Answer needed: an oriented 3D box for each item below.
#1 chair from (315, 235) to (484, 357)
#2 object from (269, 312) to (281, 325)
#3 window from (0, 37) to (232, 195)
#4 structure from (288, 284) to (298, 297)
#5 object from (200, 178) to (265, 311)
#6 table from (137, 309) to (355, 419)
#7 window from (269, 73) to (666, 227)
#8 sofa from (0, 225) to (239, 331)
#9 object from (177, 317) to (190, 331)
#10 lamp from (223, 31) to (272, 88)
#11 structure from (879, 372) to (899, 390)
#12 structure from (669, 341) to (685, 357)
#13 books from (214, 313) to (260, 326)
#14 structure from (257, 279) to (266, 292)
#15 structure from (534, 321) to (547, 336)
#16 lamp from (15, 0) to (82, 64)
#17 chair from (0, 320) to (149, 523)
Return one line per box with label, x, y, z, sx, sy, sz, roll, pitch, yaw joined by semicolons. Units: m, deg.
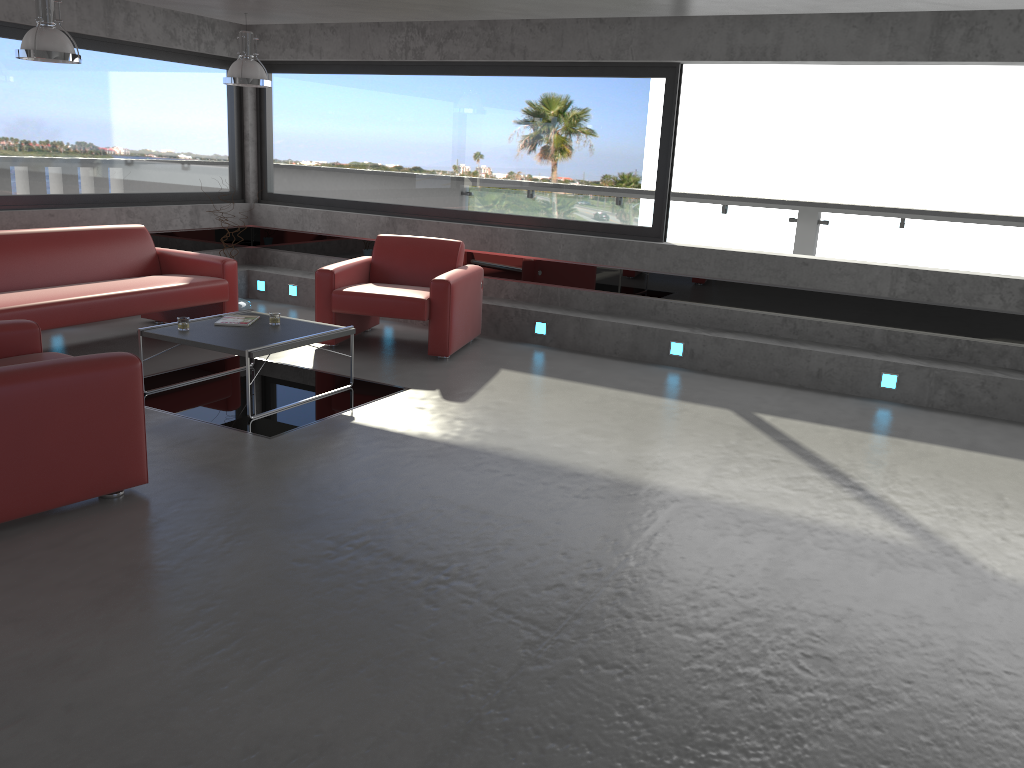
chair;-0.947;-0.798;7.591;1.196;0.854;1.130;6;15;12
object;-1.639;-0.451;6.129;0.079;0.077;0.079;13;18;34
window;-4.830;-1.957;6.210;0.003;1.364;7.800;11;16;26
structure;-2.279;-0.971;9.219;0.123;0.123;0.004;11;16;26
object;-2.741;-1.350;8.612;0.531;1.289;0.466;15;19;38
table;-1.765;-0.169;5.989;0.994;0.436;1.018;11;16;26
window;-0.692;-2.378;8.704;4.583;1.364;0.003;11;16;26
sofa;-3.365;-0.694;6.681;1.120;0.854;2.626;11;16;26
object;-2.150;-0.395;5.805;0.079;0.077;0.079;6;15;10
lamp;-2.192;-2.689;7.331;0.388;0.422;0.389;7;15;16
structure;2.832;-0.021;6.661;0.123;0.123;0.004;11;16;26
structure;1.373;-0.292;7.391;0.123;0.123;0.004;11;16;26
books;-1.906;-0.446;6.164;0.228;0.022;0.326;2;15;-3
structure;-2.662;-1.043;9.411;0.123;0.123;0.004;11;16;26
structure;0.257;-0.500;7.950;0.123;0.123;0.004;11;16;26
lamp;-3.034;-2.331;5.781;0.389;0.422;0.388;11;16;26
chair;-2.452;0.029;4.102;1.196;0.854;1.130;14;18;36
